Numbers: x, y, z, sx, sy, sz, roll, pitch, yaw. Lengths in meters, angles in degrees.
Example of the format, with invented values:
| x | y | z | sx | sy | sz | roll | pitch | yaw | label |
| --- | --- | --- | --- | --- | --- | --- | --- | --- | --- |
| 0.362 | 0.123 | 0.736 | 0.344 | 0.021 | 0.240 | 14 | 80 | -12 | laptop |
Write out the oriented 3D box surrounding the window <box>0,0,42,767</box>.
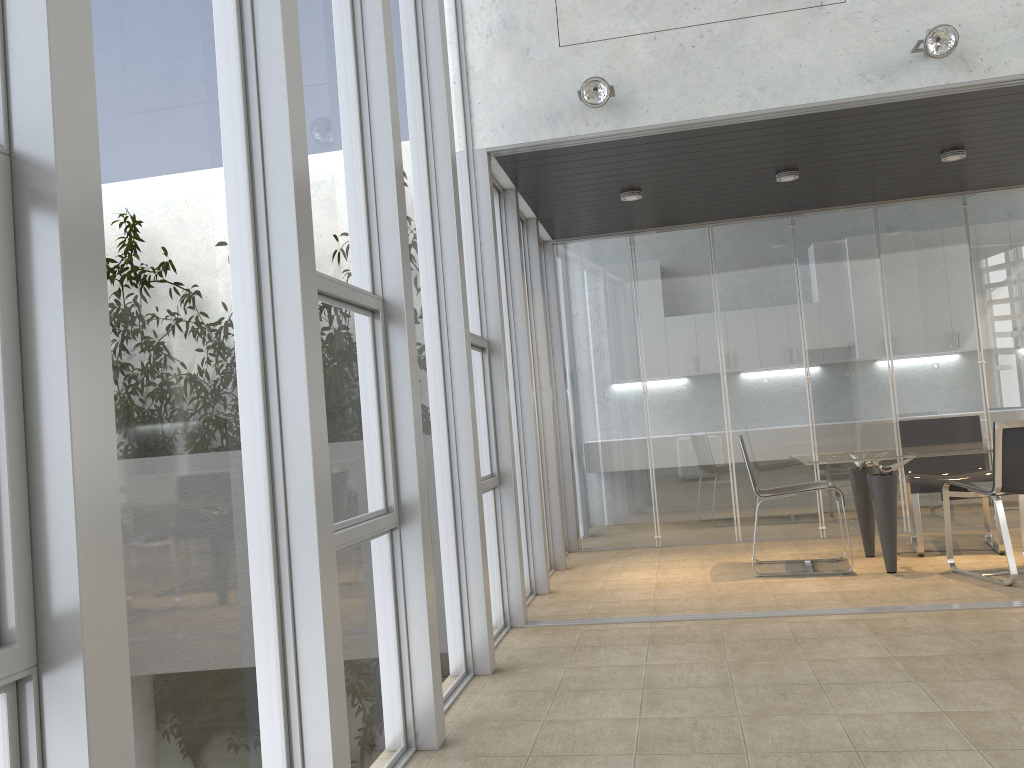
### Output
| x | y | z | sx | sy | sz | roll | pitch | yaw | label |
| --- | --- | --- | --- | --- | --- | --- | --- | --- | --- |
| -0.993 | -1.617 | 1.081 | 0.050 | 5.700 | 0.800 | -5 | -3 | 10 | window |

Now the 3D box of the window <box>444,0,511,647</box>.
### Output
| x | y | z | sx | sy | sz | roll | pitch | yaw | label |
| --- | --- | --- | --- | --- | --- | --- | --- | --- | --- |
| -0.333 | -1.495 | 4.673 | 0.050 | 5.700 | 0.800 | -5 | -3 | 10 | window |

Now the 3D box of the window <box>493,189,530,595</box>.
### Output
| x | y | z | sx | sy | sz | roll | pitch | yaw | label |
| --- | --- | --- | --- | --- | --- | --- | --- | --- | --- |
| -0.062 | 0.031 | 5.500 | 0.010 | 2.645 | 0.741 | -5 | -3 | 10 | window |

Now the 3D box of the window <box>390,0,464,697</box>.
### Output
| x | y | z | sx | sy | sz | roll | pitch | yaw | label |
| --- | --- | --- | --- | --- | --- | --- | --- | --- | --- |
| -0.513 | -1.524 | 3.777 | 0.010 | 5.650 | 0.741 | -5 | -3 | 10 | window |

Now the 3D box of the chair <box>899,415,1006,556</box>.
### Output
| x | y | z | sx | sy | sz | roll | pitch | yaw | label |
| --- | --- | --- | --- | --- | --- | --- | --- | --- | --- |
| 3.100 | 0.707 | 6.285 | 0.546 | 0.922 | 0.660 | -6 | -3 | 20 | chair |

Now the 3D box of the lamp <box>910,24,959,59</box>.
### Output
| x | y | z | sx | sy | sz | roll | pitch | yaw | label |
| --- | --- | --- | --- | --- | --- | --- | --- | --- | --- |
| 2.154 | -1.714 | 4.501 | 0.197 | 0.154 | 0.254 | -5 | -3 | 10 | lamp |

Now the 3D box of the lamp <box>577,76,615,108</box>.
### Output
| x | y | z | sx | sy | sz | roll | pitch | yaw | label |
| --- | --- | --- | --- | --- | --- | --- | --- | --- | --- |
| 0.455 | -1.563 | 4.795 | 0.197 | 0.154 | 0.228 | -5 | -3 | 10 | lamp |

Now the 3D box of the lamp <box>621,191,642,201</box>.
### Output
| x | y | z | sx | sy | sz | roll | pitch | yaw | label |
| --- | --- | --- | --- | --- | --- | --- | --- | --- | --- |
| 0.847 | -1.337 | 6.300 | 0.149 | 0.038 | 0.149 | -6 | -3 | 25 | lamp |

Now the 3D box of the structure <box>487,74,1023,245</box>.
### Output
| x | y | z | sx | sy | sz | roll | pitch | yaw | label |
| --- | --- | --- | --- | --- | --- | --- | --- | --- | --- |
| 1.218 | -2.194 | 2.333 | 9.817 | 6.605 | 10.665 | -5 | -3 | 9 | structure |

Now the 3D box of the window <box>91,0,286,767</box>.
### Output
| x | y | z | sx | sy | sz | roll | pitch | yaw | label |
| --- | --- | --- | --- | --- | --- | --- | --- | --- | --- |
| -0.843 | -1.585 | 1.981 | 0.010 | 5.650 | 0.741 | -5 | -3 | 10 | window |

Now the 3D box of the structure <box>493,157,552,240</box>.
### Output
| x | y | z | sx | sy | sz | roll | pitch | yaw | label |
| --- | --- | --- | --- | --- | --- | --- | --- | --- | --- |
| 3.364 | 0.613 | 4.579 | 6.700 | 6.900 | 4.916 | -5 | -3 | 10 | structure |

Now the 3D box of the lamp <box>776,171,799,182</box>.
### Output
| x | y | z | sx | sy | sz | roll | pitch | yaw | label |
| --- | --- | --- | --- | --- | --- | --- | --- | --- | --- |
| 1.897 | -1.431 | 6.110 | 0.149 | 0.038 | 0.149 | -6 | -3 | 25 | lamp |

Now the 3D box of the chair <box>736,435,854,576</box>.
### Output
| x | y | z | sx | sy | sz | roll | pitch | yaw | label |
| --- | --- | --- | --- | --- | --- | --- | --- | --- | --- |
| 1.906 | 0.791 | 6.028 | 0.660 | 0.922 | 0.546 | -5 | -3 | 15 | chair |

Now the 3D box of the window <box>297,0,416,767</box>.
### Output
| x | y | z | sx | sy | sz | roll | pitch | yaw | label |
| --- | --- | --- | --- | --- | --- | --- | --- | --- | --- |
| -0.663 | -1.556 | 2.877 | 0.050 | 5.700 | 0.800 | -5 | -3 | 10 | window |

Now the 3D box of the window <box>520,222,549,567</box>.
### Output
| x | y | z | sx | sy | sz | roll | pitch | yaw | label |
| --- | --- | --- | --- | --- | --- | --- | --- | --- | --- |
| 0.103 | 0.061 | 6.398 | 0.010 | 2.645 | 0.741 | -5 | -3 | 10 | window |

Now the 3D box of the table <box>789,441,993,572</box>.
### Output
| x | y | z | sx | sy | sz | roll | pitch | yaw | label |
| --- | --- | --- | --- | --- | --- | --- | --- | --- | --- |
| 3.073 | 0.774 | 5.821 | 2.250 | 0.733 | 0.900 | -5 | -3 | 10 | table |

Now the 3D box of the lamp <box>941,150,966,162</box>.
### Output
| x | y | z | sx | sy | sz | roll | pitch | yaw | label |
| --- | --- | --- | --- | --- | --- | --- | --- | --- | --- |
| 2.947 | -1.525 | 5.920 | 0.149 | 0.038 | 0.149 | -6 | -3 | 25 | lamp |

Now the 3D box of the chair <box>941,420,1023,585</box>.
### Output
| x | y | z | sx | sy | sz | roll | pitch | yaw | label |
| --- | --- | --- | --- | --- | --- | --- | --- | --- | --- |
| 2.977 | 0.667 | 5.254 | 0.546 | 0.922 | 0.660 | -4 | -3 | -5 | chair |
